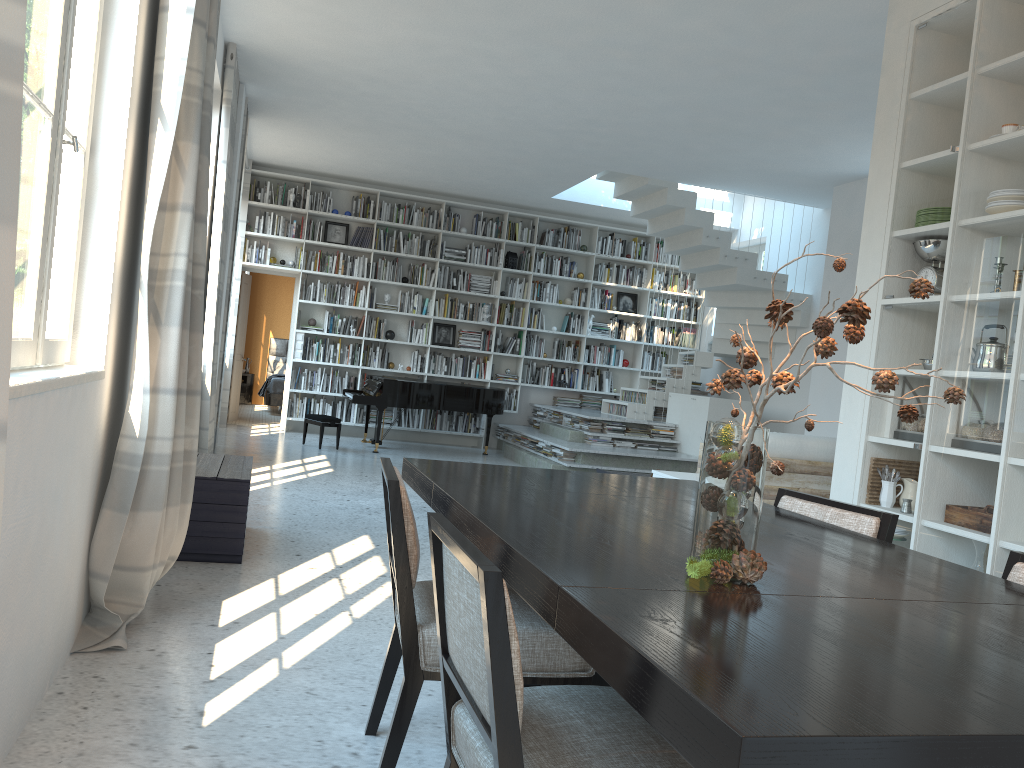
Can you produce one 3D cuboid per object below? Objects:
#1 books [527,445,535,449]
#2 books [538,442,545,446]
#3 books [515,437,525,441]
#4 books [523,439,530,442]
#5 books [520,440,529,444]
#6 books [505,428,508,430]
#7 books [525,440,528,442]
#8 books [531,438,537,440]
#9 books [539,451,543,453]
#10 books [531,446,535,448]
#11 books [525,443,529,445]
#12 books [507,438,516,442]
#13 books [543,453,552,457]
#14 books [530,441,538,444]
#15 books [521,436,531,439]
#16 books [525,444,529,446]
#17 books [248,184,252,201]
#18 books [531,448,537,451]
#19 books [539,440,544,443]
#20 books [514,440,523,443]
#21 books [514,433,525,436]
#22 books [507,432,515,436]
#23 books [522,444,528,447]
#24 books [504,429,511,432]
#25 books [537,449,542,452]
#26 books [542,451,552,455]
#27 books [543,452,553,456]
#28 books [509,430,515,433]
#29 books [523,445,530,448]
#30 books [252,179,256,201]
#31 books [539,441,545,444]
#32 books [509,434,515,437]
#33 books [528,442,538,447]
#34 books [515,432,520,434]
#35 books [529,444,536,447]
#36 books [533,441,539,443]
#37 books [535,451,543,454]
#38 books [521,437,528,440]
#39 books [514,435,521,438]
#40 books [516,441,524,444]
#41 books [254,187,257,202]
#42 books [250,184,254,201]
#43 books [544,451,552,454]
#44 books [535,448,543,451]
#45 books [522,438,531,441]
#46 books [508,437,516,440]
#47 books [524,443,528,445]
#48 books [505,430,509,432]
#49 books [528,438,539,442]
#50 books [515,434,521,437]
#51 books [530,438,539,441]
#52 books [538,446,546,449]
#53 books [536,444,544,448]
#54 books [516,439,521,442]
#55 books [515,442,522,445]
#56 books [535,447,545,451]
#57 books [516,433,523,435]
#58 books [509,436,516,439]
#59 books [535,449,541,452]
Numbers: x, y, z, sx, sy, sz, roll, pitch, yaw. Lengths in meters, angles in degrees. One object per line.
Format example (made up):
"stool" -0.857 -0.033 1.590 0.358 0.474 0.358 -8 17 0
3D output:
"books" 0.294 0.740 10.282 0.189 0.009 0.290 6 1 -13
"books" 0.405 0.684 9.992 0.141 0.028 0.222 6 1 -21
"books" 0.146 0.678 10.881 0.159 0.011 0.246 6 1 -20
"books" 0.238 0.677 10.584 0.155 0.009 0.297 6 1 -15
"books" 0.223 0.700 10.582 0.182 0.013 0.287 6 1 -15
"books" 0.001 0.587 11.479 0.137 0.018 0.200 6 1 -12
"books" 0.245 0.689 10.587 0.140 0.013 0.180 6 1 -15
"books" 0.324 0.643 10.285 0.160 0.008 0.239 6 1 -15
"books" 0.392 0.769 9.993 0.147 0.008 0.236 6 1 -11
"books" 0.313 0.733 10.287 0.147 0.008 0.290 6 1 -20
"books" 0.238 0.715 10.587 0.130 0.014 0.249 6 1 -21
"books" 0.051 0.710 11.180 0.177 0.026 0.230 6 1 -13
"books" 0.453 0.781 9.698 0.191 0.016 0.208 6 1 -11
"books" 0.322 0.685 10.287 0.142 0.017 0.239 6 1 -20
"books" 0.227 0.643 10.579 0.179 0.012 0.249 6 1 -19
"books" 0.242 0.734 10.589 0.128 0.005 0.296 6 1 -14
"books" -3.204 -2.324 10.853 0.024 0.228 0.129 6 1 -16
"books" 0.312 0.759 10.288 0.142 0.012 0.291 6 1 -12
"books" 0.407 0.650 9.990 0.157 0.014 0.215 6 1 -14
"books" 0.143 0.709 10.882 0.159 0.012 0.292 6 1 -19
"books" 0.148 0.627 10.878 0.171 0.015 0.252 6 1 -19
"books" 0.059 0.636 11.178 0.180 0.015 0.294 6 1 -18
"books" 0.221 0.738 10.583 0.161 0.008 0.254 6 1 -11
"books" 0.004 0.604 11.481 0.135 0.014 0.297 6 1 -15
"books" 0.391 0.755 9.992 0.159 0.009 0.275 6 1 -13
"books" 0.459 0.762 9.699 0.191 0.006 0.275 6 1 -14
"books" 0.464 0.770 9.701 0.178 0.009 0.276 6 1 -18
"books" 0.072 0.608 11.180 0.159 0.006 0.285 6 1 -14
"books" 0.234 0.748 10.588 0.147 0.008 0.236 6 1 -17
"books" -3.156 -2.348 10.845 0.014 0.286 0.175 6 1 -16
"books" 0.405 0.664 9.991 0.139 0.013 0.288 6 1 -11
"books" 0.060 0.654 11.179 0.171 0.020 0.193 6 1 -12
"books" 0.309 0.705 10.284 0.160 0.025 0.243 6 1 -21
"books" 0.138 0.605 10.875 0.193 0.005 0.224 6 1 -20
"books" 0.305 0.722 10.284 0.177 0.011 0.220 6 1 -14
"books" 0.326 0.673 10.287 0.150 0.008 0.217 6 1 -17
"books" 0.372 0.774 9.988 0.193 0.005 0.224 6 1 -20
"books" 0.228 0.656 10.581 0.165 0.014 0.235 6 1 -21
"books" 0.144 0.654 10.879 0.169 0.009 0.241 6 1 -20
"books" 0.154 0.720 10.886 0.140 0.008 0.283 6 1 -18
"books" -3.143 -2.301 10.854 0.024 0.195 0.167 6 1 -16
"books" -3.180 -2.319 10.850 0.023 0.223 0.150 6 1 -16
"books" 0.474 0.758 9.703 0.170 0.006 0.268 6 1 -16
"books" 0.386 0.746 9.990 0.180 0.008 0.267 6 1 -17
"books" 0.235 0.668 10.583 0.169 0.009 0.241 6 1 -16
"books" 0.060 0.690 11.181 0.172 0.014 0.220 6 1 -15
"books" 0.244 0.727 10.589 0.132 0.009 0.269 6 1 -15
"books" -0.002 0.613 11.480 0.126 0.005 0.290 6 1 -21
"books" 0.312 0.660 10.282 0.170 0.014 0.280 6 1 -19
"books" 0.139 0.642 10.877 0.182 0.016 0.198 6 1 -11
"books" 0.327 0.651 10.286 0.157 0.007 0.268 6 1 -16
"books" 0.389 0.717 9.990 0.171 0.007 0.260 6 1 -13
"books" 0.389 0.705 9.989 0.180 0.017 0.182 6 1 -19
"books" 0.149 0.698 10.883 0.165 0.012 0.205 6 1 -16
"books" 0.145 0.730 10.884 0.157 0.014 0.180 6 1 -19
"books" 0.382 0.736 9.988 0.189 0.013 0.215 6 1 -18
"books" 0.152 0.614 10.879 0.174 0.011 0.227 6 1 -17
"books" 0.074 0.681 11.185 0.149 0.007 0.300 6 1 -16
"books" 0.389 0.762 9.992 0.171 0.005 0.297 6 1 -17
